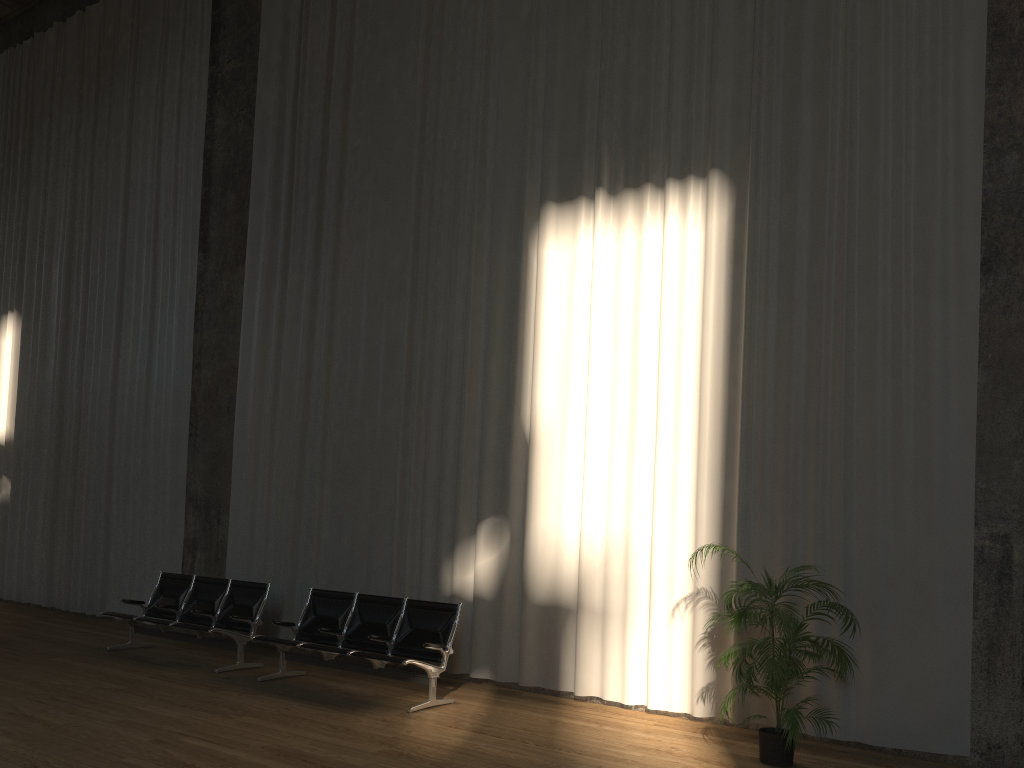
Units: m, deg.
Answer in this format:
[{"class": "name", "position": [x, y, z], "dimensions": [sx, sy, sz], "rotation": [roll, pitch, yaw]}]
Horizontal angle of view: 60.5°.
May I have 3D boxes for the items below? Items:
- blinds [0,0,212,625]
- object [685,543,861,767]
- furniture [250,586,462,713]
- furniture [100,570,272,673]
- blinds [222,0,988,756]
[{"class": "blinds", "position": [-7.128, -1.085, 13.061], "dimensions": [7.826, 8.588, 0.276], "rotation": [-1, -4, 35]}, {"class": "object", "position": [1.744, 1.817, 5.938], "dimensions": [1.128, 1.446, 1.103], "rotation": [0, -5, 25]}, {"class": "furniture", "position": [-1.387, 2.253, 7.620], "dimensions": [1.870, 0.836, 0.715], "rotation": [-3, -7, 34]}, {"class": "furniture", "position": [-3.361, 2.384, 8.964], "dimensions": [1.870, 0.836, 0.715], "rotation": [-3, -7, 34]}, {"class": "blinds", "position": [0.018, -1.558, 8.193], "dimensions": [7.826, 8.588, 0.276], "rotation": [-1, -4, 35]}]
